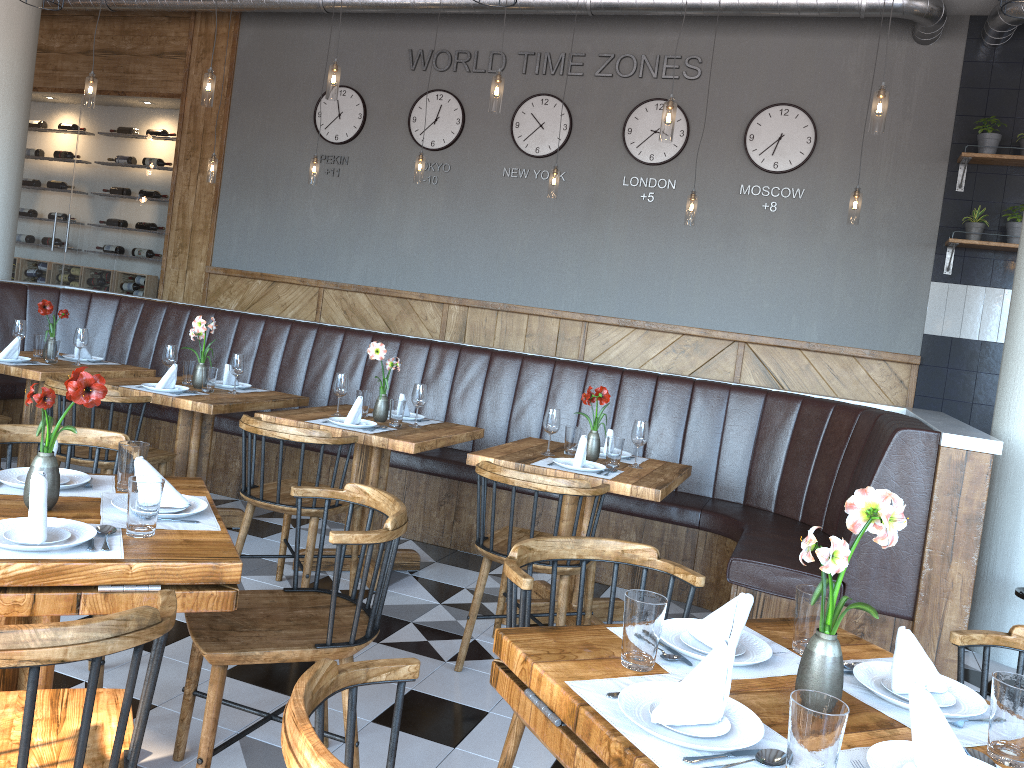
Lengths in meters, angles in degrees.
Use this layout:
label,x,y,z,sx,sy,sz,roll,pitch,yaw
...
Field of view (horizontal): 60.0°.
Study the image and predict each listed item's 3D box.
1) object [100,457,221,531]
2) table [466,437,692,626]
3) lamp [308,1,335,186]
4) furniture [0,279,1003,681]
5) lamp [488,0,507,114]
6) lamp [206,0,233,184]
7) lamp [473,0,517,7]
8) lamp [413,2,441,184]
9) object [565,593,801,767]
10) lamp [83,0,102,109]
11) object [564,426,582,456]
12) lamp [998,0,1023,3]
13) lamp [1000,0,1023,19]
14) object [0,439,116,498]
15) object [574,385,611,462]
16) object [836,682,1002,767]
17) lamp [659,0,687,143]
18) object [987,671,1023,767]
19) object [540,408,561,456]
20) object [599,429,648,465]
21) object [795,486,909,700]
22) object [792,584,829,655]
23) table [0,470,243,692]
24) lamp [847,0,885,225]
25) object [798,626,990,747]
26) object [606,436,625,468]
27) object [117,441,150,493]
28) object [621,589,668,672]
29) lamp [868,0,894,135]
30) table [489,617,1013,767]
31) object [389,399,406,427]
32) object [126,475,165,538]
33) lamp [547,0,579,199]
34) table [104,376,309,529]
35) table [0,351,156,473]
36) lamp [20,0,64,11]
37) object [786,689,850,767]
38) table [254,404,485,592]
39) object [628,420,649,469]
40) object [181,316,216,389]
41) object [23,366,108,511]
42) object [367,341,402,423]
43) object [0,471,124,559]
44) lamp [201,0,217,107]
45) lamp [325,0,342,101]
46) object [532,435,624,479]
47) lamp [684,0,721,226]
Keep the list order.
label,x,y,z,sx,sy,sz,roll,pitch,yaw
object,-0.899,0.258,2.271,0.272,0.137,0.353,6,4,-25
table,0.296,0.729,4.105,0.852,0.763,0.850,9,3,19
lamp,-1.572,-2.668,7.512,0.078,1.961,0.078,8,2,5
furniture,-0.991,0.270,5.328,6.599,1.148,1.918,9,4,20
lamp,0.019,-2.630,5.382,0.078,1.961,0.078,9,2,38
lamp,-2.560,-2.766,7.867,0.078,1.961,0.078,6,3,-39
lamp,0.066,-2.362,3.038,0.175,2.068,0.175,7,2,-10
lamp,-0.639,-2.606,7.177,0.078,1.961,0.078,6,2,-36
object,0.383,0.478,1.598,0.576,0.137,0.584,5,5,-26
lamp,-2.976,-2.995,6.459,0.078,1.961,0.078,6,3,-39
object,0.283,0.269,4.183,0.080,0.132,0.080,8,3,19
lamp,1.738,-2.253,2.747,0.175,2.068,0.175,8,2,4
lamp,1.654,-2.116,2.540,0.175,2.068,0.175,9,2,37
object,-1.253,0.203,2.392,0.351,0.137,0.273,6,4,-25
object,0.363,0.177,4.044,0.156,0.354,0.171,8,3,22
object,0.648,0.535,1.308,0.351,0.137,0.273,6,4,-25
lamp,1.004,-2.359,5.026,0.078,1.961,0.078,6,2,-30
object,0.819,0.550,1.446,0.080,0.132,0.080,7,3,-6
object,0.179,0.220,4.094,0.081,0.215,0.081,9,3,28
object,0.480,0.281,4.321,0.352,0.137,0.272,9,4,20
object,0.574,0.376,1.523,0.147,0.399,0.206,9,3,39
object,0.622,0.494,1.839,0.080,0.132,0.080,7,3,-16
table,-1.201,0.681,2.165,0.862,0.763,0.867,6,4,-25
lamp,2.468,-2.070,6.058,0.078,1.961,0.078,7,2,-5
object,0.773,0.524,1.666,0.272,0.137,0.353,6,4,-25
object,0.460,0.307,3.986,0.080,0.132,0.080,8,3,4
object,-1.048,0.228,2.440,0.080,0.132,0.080,9,3,24
object,0.241,0.459,1.643,0.080,0.132,0.080,7,3,-16
lamp,2.052,-2.299,4.650,0.078,1.961,0.078,7,2,-5
table,0.477,0.948,1.561,0.862,0.763,0.867,6,4,-25
object,-0.567,0.144,4.356,0.080,0.132,0.080,9,3,24
object,-0.852,0.284,2.048,0.080,0.132,0.080,9,3,34
lamp,0.435,-2.401,6.790,0.078,1.961,0.078,8,2,27
table,-1.749,0.404,4.841,0.852,0.763,0.850,9,3,19
table,-2.778,0.240,5.212,0.852,0.763,0.850,9,3,19
lamp,-1.927,-2.685,3.831,0.175,2.068,0.175,8,2,3
object,0.425,0.513,1.251,0.080,0.132,0.080,7,3,-6
table,-0.733,0.565,4.475,0.852,0.763,0.850,9,3,19
object,0.580,0.275,4.065,0.081,0.215,0.081,7,2,-11
object,-1.695,-0.174,4.807,0.207,0.399,0.146,9,3,27
object,-1.087,0.133,2.149,0.171,0.354,0.156,7,2,-15
object,-0.662,-0.012,4.464,0.146,0.399,0.206,8,3,22
object,-1.024,0.270,1.913,0.351,0.137,0.273,6,4,-25
lamp,-1.988,-2.897,6.104,0.078,1.961,0.078,8,2,5
lamp,-1.056,-2.835,5.769,0.078,1.961,0.078,6,2,-36
object,0.294,0.295,3.830,0.352,0.137,0.272,9,4,20
lamp,1.420,-2.129,6.434,0.078,1.961,0.078,6,2,-30
